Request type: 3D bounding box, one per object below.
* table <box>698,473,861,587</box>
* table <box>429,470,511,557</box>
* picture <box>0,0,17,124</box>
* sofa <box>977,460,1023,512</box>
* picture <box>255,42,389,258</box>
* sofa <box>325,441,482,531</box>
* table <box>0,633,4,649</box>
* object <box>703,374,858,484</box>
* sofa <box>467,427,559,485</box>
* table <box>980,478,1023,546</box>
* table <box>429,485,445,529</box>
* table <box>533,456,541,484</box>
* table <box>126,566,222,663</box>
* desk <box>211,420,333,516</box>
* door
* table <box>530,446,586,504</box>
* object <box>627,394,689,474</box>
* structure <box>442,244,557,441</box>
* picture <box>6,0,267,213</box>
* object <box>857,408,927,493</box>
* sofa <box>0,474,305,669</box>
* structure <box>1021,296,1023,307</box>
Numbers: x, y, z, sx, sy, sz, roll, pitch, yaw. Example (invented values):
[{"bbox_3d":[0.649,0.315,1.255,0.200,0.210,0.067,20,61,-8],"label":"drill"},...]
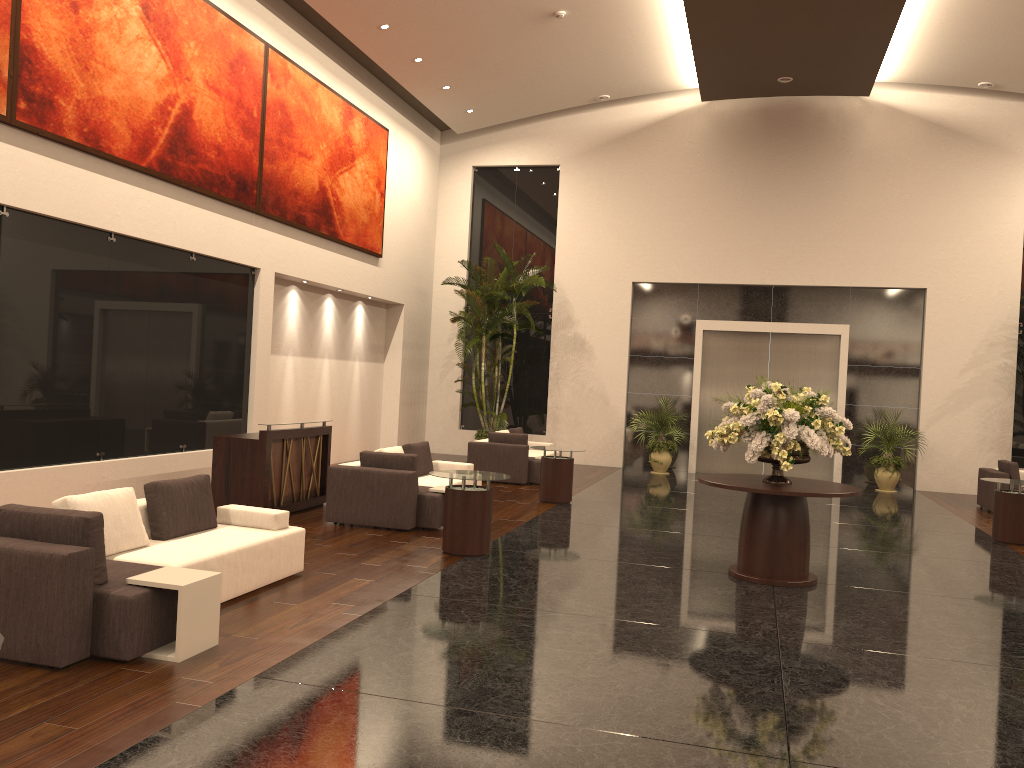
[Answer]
[{"bbox_3d":[2.550,1.415,8.606,1.498,0.921,1.498,3,0,6],"label":"table"},{"bbox_3d":[-0.447,1.318,9.011,0.833,0.795,0.844,3,0,-24],"label":"table"},{"bbox_3d":[-5.497,-3.844,6.551,0.070,2.526,4.515,3,0,15],"label":"picture"},{"bbox_3d":[9.355,1.774,14.552,2.846,0.862,1.291,3,0,15],"label":"sofa"},{"bbox_3d":[-3.113,-3.763,15.270,0.070,2.526,4.515,3,0,15],"label":"picture"},{"bbox_3d":[-1.156,1.237,11.430,1.291,0.862,2.846,3,0,15],"label":"sofa"},{"bbox_3d":[-2.134,1.261,2.846,0.844,0.795,0.833,3,0,-36],"label":"table"},{"bbox_3d":[2.628,0.410,8.592,1.453,1.097,1.402,3,0,-29],"label":"object"},{"bbox_3d":[0.213,1.283,16.436,1.291,0.862,2.846,3,0,15],"label":"sofa"},{"bbox_3d":[6.557,1.674,11.573,0.833,0.795,0.844,3,0,-24],"label":"table"},{"bbox_3d":[-0.740,1.466,10.501,0.400,0.460,0.400,3,0,15],"label":"table"},{"bbox_3d":[0.629,1.512,15.507,0.400,0.460,0.400,3,0,15],"label":"table"},{"bbox_3d":[-2.105,1.419,5.511,0.400,0.460,0.400,3,0,15],"label":"table"},{"bbox_3d":[-2.942,1.017,11.096,0.760,1.114,1.634,3,0,15],"label":"desk"},{"bbox_3d":[5.350,0.446,18.632,2.767,3.048,0.040,3,0,15],"label":"door"},{"bbox_3d":[0.666,1.356,13.188,0.833,0.795,0.844,3,0,-24],"label":"table"},{"bbox_3d":[3.124,1.017,18.386,1.373,1.682,1.297,3,0,-42],"label":"object"},{"bbox_3d":[-0.332,-0.633,18.916,2.436,4.611,2.531,3,0,-13],"label":"structure"},{"bbox_3d":[-4.306,-3.803,10.909,0.070,2.526,4.515,3,0,15],"label":"picture"},{"bbox_3d":[7.283,1.242,17.192,1.373,1.682,1.297,3,0,-37],"label":"object"},{"bbox_3d":[-2.521,1.190,6.439,1.291,0.862,2.846,3,0,15],"label":"sofa"},{"bbox_3d":[10.445,-0.051,15.814,2.436,4.611,2.531,3,0,-13],"label":"structure"}]
